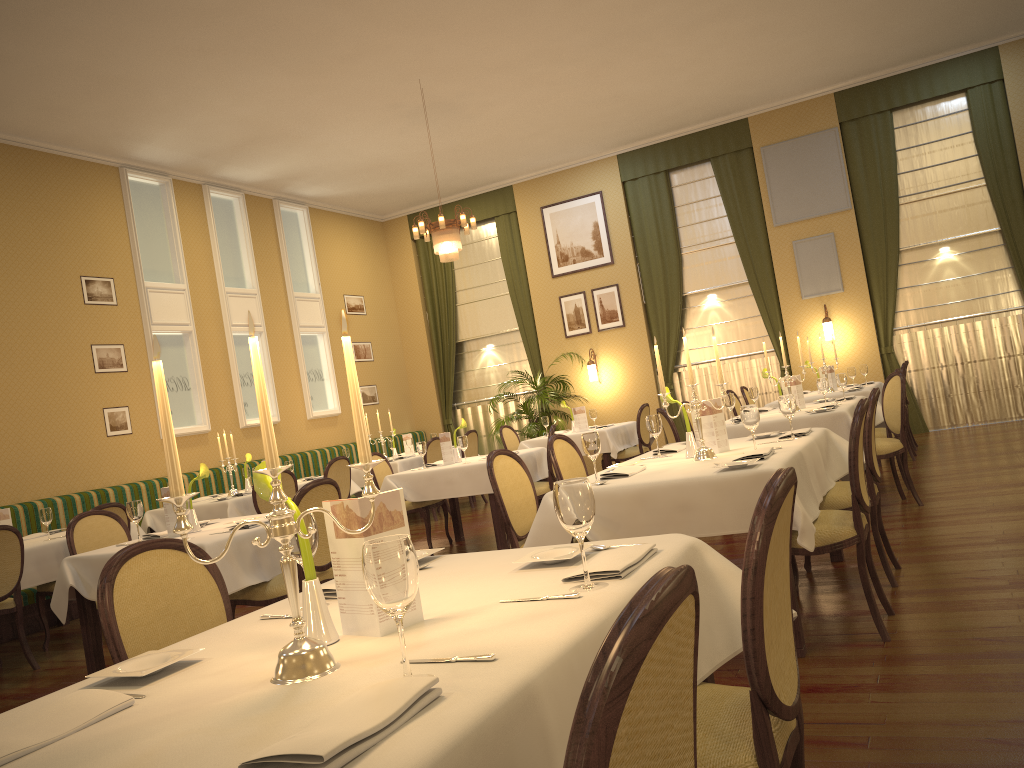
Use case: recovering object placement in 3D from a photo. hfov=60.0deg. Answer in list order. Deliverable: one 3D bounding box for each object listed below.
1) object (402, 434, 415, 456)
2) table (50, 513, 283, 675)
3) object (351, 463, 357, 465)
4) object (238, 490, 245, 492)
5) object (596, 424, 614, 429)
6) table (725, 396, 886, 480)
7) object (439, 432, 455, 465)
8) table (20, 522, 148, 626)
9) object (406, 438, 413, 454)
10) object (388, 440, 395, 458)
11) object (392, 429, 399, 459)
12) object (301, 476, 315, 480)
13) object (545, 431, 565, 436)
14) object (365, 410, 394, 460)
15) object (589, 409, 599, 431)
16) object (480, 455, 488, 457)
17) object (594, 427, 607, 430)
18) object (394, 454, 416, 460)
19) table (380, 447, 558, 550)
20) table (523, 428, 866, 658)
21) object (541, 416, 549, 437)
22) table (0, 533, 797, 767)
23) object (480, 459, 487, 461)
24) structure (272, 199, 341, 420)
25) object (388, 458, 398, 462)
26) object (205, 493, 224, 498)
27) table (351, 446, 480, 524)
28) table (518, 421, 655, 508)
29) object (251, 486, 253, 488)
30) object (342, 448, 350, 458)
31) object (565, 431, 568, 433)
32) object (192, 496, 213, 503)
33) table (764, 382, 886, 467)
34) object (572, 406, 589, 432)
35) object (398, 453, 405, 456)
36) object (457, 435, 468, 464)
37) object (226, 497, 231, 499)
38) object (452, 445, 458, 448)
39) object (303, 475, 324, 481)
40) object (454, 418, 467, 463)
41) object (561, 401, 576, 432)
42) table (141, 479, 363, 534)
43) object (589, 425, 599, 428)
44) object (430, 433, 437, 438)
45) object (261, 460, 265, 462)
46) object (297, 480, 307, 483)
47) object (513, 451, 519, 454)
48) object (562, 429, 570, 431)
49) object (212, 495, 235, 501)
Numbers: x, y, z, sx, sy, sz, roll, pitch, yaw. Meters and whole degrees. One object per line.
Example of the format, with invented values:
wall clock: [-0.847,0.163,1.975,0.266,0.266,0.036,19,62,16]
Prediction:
object: [-1.338,0.777,11.225,0.166,0.277,0.081,-11,-2,42]
table: [-1.601,1.179,4.937,1.389,0.759,1.395,-10,-2,27]
object: [-1.832,0.973,10.850,0.142,0.033,0.273,-10,-2,26]
object: [-2.732,1.085,9.046,0.185,0.010,0.017,-10,-2,27]
object: [1.055,0.478,10.015,0.142,0.024,0.273,-10,-2,26]
table: [2.352,0.581,7.167,1.385,0.759,2.152,-10,-2,26]
object: [-0.570,0.558,7.637,0.081,0.277,0.166,-9,-2,-18]
table: [-3.603,1.545,6.284,1.385,0.759,2.152,-10,-2,26]
object: [-1.239,0.772,10.805,0.088,0.229,0.088,-9,-2,-16]
object: [-1.563,0.845,11.563,0.088,0.229,0.088,-9,-2,-16]
object: [-1.483,0.749,11.213,0.076,0.375,0.163,-10,-1,12]
object: [-2.111,0.980,9.197,0.160,0.024,0.160,-10,-2,26]
object: [0.503,0.571,10.255,0.142,0.033,0.273,-10,-2,26]
object: [-1.610,0.624,10.900,0.390,0.655,0.131,-10,-2,31]
object: [0.897,0.390,9.686,0.088,0.229,0.088,-9,-2,-16]
object: [-0.183,0.622,7.662,0.160,0.024,0.160,-10,-2,26]
object: [0.957,0.493,9.777,0.185,0.010,0.017,-10,-2,26]
object: [-1.284,0.877,10.622,0.142,0.033,0.273,-10,-2,26]
table: [-0.296,1.033,7.680,1.389,0.759,1.395,-10,-2,27]
table: [1.069,0.725,4.469,1.385,0.759,2.152,-10,-2,26]
object: [0.388,0.484,10.077,0.088,0.229,0.088,-9,-2,-16]
table: [-0.226,0.870,1.746,1.385,0.759,2.152,-10,-2,26]
object: [-0.200,0.623,7.343,0.185,0.010,0.017,-10,-2,26]
structure: [-2.828,-1.011,12.110,0.200,2.985,0.670,-10,-2,26]
object: [-1.426,0.896,10.335,0.160,0.024,0.160,-10,-2,26]
object: [-2.936,1.105,8.724,0.160,0.024,0.160,-10,-2,26]
table: [-1.286,1.285,11.159,1.385,0.759,2.152,-10,-2,26]
table: [0.861,0.903,10.114,1.389,0.759,1.395,-10,-2,27]
object: [-2.606,1.062,9.305,0.142,0.033,0.273,-10,-2,26]
object: [-1.988,0.893,10.680,0.088,0.229,0.088,-9,-2,-16]
object: [0.589,0.568,10.398,0.181,0.015,0.038,-10,-2,27]
object: [-2.989,1.103,8.414,0.142,0.033,0.273,-10,-2,26]
table: [3.499,0.452,9.579,1.385,0.759,2.152,-10,-2,26]
object: [0.750,0.398,9.946,0.166,0.277,0.081,-10,-2,32]
object: [-1.448,0.933,11.741,0.142,0.033,0.273,-10,-2,26]
object: [-0.396,0.544,7.331,0.088,0.229,0.088,-9,-2,-22]
object: [-2.559,1.030,8.061,0.181,0.015,0.038,-10,-2,27]
object: [-0.831,0.827,11.455,0.142,0.024,0.273,-10,-2,26]
object: [-1.988,0.957,9.020,0.142,0.024,0.273,-10,-2,26]
object: [-0.455,0.489,7.700,0.163,0.375,0.076,-9,-1,2]
object: [0.657,0.367,10.150,0.076,0.375,0.163,-8,-2,-43]
table: [-2.443,1.415,8.724,1.385,0.759,2.152,-10,-2,26]
object: [0.949,0.502,10.321,0.160,0.024,0.160,-10,-2,26]
object: [-0.976,0.738,11.201,0.088,0.229,0.088,-9,-2,-16]
object: [-2.440,0.900,8.877,0.081,0.277,0.166,-9,-1,-13]
object: [-2.128,0.981,8.878,0.185,0.010,0.017,-10,-2,26]
object: [-0.060,0.598,7.486,0.142,0.024,0.273,-10,-2,26]
object: [0.592,0.566,10.511,0.160,0.024,0.160,-10,-2,26]
object: [-2.583,1.026,7.900,0.160,0.024,0.160,-10,-2,26]
